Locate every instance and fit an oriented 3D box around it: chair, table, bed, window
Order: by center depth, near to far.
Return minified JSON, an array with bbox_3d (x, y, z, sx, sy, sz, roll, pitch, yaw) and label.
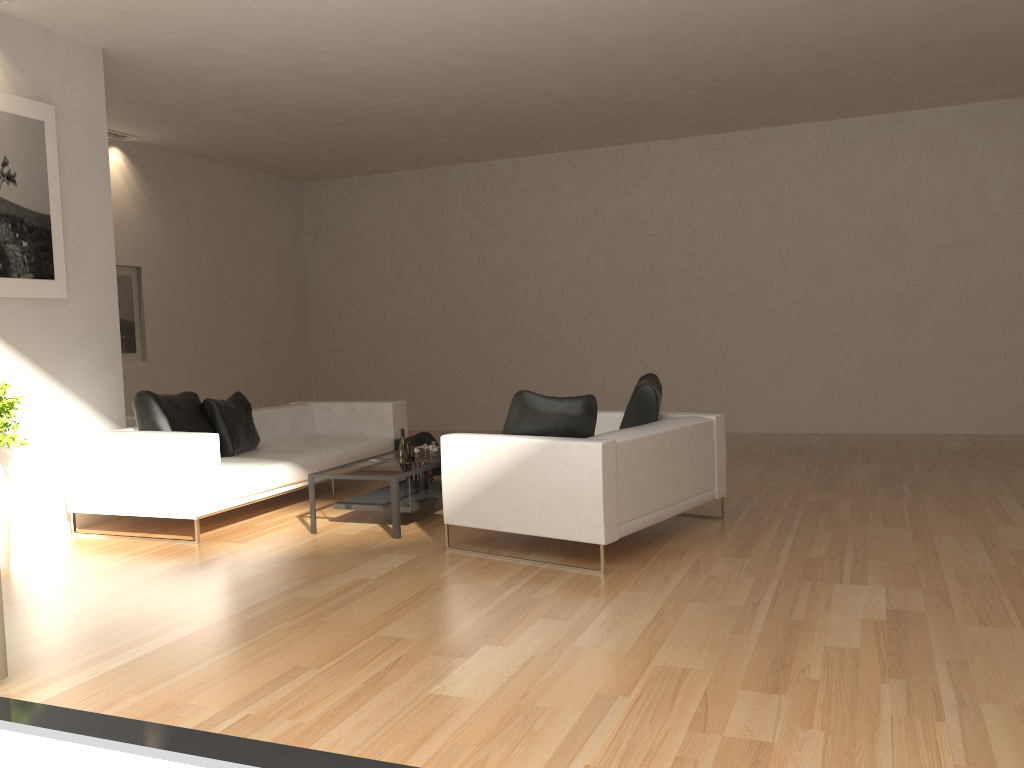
[{"bbox_3d":[-1.039,-0.381,2.798,5.198,3.189,0.152,-1,4,22],"label":"window"},{"bbox_3d":[0.508,0.633,5.960,1.262,0.761,1.671,0,4,37],"label":"chair"},{"bbox_3d":[-0.813,0.812,6.880,0.709,0.460,1.566,-1,4,22],"label":"table"},{"bbox_3d":[-2.141,0.635,7.704,1.262,0.761,3.075,-1,4,22],"label":"bed"}]

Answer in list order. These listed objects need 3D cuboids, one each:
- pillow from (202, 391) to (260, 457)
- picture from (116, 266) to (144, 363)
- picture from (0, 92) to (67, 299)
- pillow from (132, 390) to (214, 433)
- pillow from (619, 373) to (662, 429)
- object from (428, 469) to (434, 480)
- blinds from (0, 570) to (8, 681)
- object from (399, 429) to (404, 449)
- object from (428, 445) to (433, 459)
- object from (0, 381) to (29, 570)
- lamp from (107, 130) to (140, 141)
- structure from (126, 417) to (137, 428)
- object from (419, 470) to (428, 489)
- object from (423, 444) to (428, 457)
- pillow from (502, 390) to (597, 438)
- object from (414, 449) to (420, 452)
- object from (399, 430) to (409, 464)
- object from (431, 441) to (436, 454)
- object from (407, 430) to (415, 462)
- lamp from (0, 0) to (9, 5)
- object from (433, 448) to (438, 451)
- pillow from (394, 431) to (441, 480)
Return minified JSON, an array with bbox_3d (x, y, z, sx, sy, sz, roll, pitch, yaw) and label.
[{"bbox_3d":[-2.388,0.339,7.549,0.270,0.524,0.628,-2,3,6],"label":"pillow"},{"bbox_3d":[-4.543,-0.795,10.151,0.005,1.155,0.802,-1,4,22],"label":"picture"},{"bbox_3d":[-3.565,-1.325,6.191,0.004,1.431,0.979,-1,4,22],"label":"picture"},{"bbox_3d":[-2.613,0.358,6.940,0.346,0.666,0.755,-2,3,8],"label":"pillow"},{"bbox_3d":[0.895,0.264,6.233,0.324,0.666,0.506,-1,3,12],"label":"pillow"},{"bbox_3d":[-0.697,0.848,7.607,0.059,0.244,0.059,-2,3,-1],"label":"object"},{"bbox_3d":[-2.843,-0.696,3.741,1.409,3.861,0.143,-1,3,19],"label":"blinds"},{"bbox_3d":[-0.839,0.467,6.821,0.057,0.248,0.057,1,4,40],"label":"object"},{"bbox_3d":[-0.627,0.525,6.852,0.039,0.101,0.039,-4,4,-26],"label":"object"},{"bbox_3d":[-3.405,0.522,5.622,0.631,1.324,0.570,0,4,37],"label":"object"},{"bbox_3d":[-4.443,-2.861,9.949,0.243,0.166,0.446,-1,4,22],"label":"lamp"},{"bbox_3d":[-4.732,0.444,7.043,1.839,1.403,4.625,-1,4,22],"label":"structure"},{"bbox_3d":[-0.703,0.723,7.045,0.065,0.217,0.065,-2,3,4],"label":"object"},{"bbox_3d":[-0.679,0.521,6.959,0.039,0.101,0.039,-3,3,-20],"label":"object"},{"bbox_3d":[0.213,0.327,5.478,0.660,0.598,0.291,-2,3,12],"label":"pillow"},{"bbox_3d":[-0.776,0.542,7.215,0.052,0.021,0.052,-2,3,0],"label":"object"},{"bbox_3d":[-0.810,0.471,6.630,0.067,0.257,0.068,1,4,40],"label":"object"},{"bbox_3d":[-0.626,0.510,7.103,0.039,0.101,0.039,-3,3,-20],"label":"object"},{"bbox_3d":[-0.773,0.470,6.737,0.059,0.244,0.059,-1,4,22],"label":"object"},{"bbox_3d":[-3.613,-2.658,5.858,0.243,0.166,0.446,-1,4,22],"label":"lamp"},{"bbox_3d":[-0.631,0.535,7.238,0.052,0.021,0.052,1,5,45],"label":"object"},{"bbox_3d":[-0.920,0.715,8.720,0.340,0.457,0.503,1,4,41],"label":"pillow"}]
